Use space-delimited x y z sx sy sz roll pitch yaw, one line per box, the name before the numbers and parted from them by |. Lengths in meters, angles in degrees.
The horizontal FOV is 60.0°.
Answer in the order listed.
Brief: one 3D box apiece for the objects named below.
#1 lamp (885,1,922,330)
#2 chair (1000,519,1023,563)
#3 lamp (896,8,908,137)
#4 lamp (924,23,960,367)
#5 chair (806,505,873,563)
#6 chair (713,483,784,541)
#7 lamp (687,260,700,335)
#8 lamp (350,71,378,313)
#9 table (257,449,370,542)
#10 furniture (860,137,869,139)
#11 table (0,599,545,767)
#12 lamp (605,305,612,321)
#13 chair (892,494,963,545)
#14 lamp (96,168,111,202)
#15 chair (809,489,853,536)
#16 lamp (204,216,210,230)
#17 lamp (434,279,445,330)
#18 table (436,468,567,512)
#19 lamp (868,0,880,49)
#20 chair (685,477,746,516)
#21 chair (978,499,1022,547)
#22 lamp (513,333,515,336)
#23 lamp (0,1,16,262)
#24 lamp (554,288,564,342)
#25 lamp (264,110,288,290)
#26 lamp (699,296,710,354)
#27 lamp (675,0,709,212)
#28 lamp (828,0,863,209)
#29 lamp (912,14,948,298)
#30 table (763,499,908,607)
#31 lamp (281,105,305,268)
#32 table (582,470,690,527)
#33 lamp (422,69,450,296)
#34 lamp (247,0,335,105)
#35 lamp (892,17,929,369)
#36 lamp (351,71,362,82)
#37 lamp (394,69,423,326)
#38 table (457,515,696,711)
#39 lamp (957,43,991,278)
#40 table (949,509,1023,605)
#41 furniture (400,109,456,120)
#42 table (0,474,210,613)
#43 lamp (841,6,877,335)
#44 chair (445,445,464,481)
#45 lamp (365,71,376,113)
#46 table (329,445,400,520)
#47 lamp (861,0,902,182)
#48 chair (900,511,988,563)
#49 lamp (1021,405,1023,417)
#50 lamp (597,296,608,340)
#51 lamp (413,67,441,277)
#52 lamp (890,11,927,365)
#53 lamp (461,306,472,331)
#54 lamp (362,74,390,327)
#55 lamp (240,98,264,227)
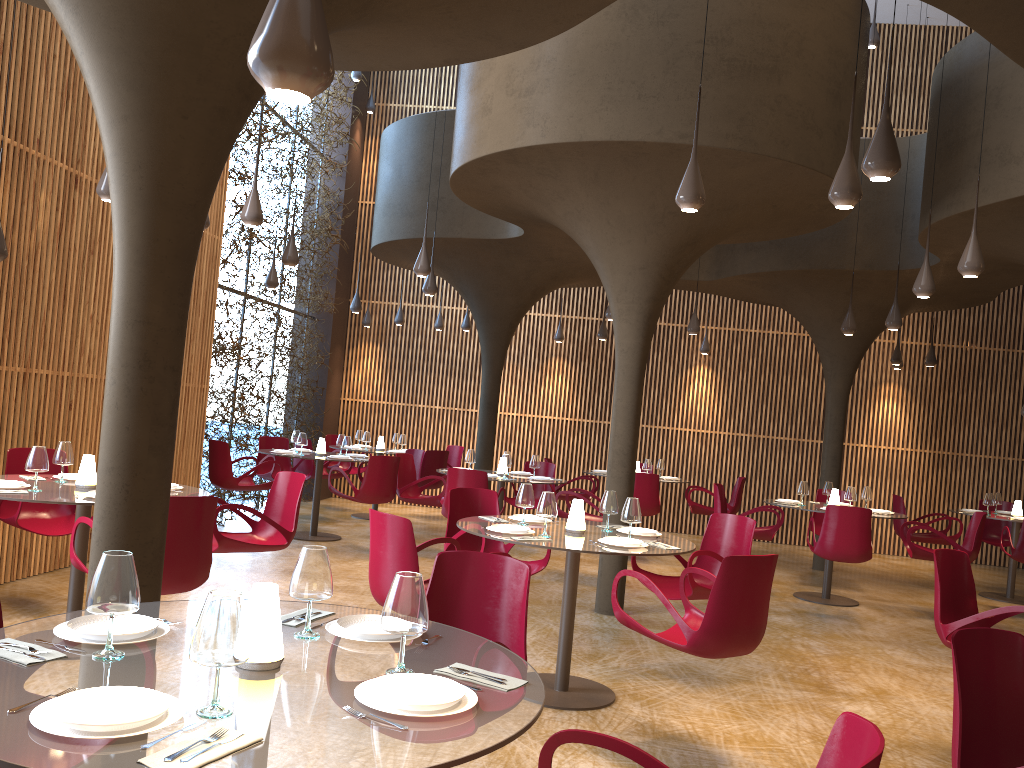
lamp | 4.815 -3.771 10.564 0.195 6.275 0.196 5 -1 42
chair | 6.502 1.927 11.001 0.624 0.636 0.873 5 -1 17
lamp | 6.735 -5.101 15.363 0.196 2.961 0.196 5 0 -8
lamp | 7.206 -3.415 14.709 0.195 6.275 0.196 5 0 22
chair | 3.619 1.625 9.736 0.624 0.636 0.873 5 -1 12
chair | 2.947 1.613 11.139 0.872 0.636 0.626 5 -1 22
lamp | 2.946 -3.853 13.068 0.196 6.275 0.196 5 0 22
lamp | -2.243 -4.275 14.334 0.195 6.275 0.196 5 0 32
table | -2.671 1.534 12.137 1.674 1.130 1.670 6 -2 -41
furniture | 4.039 -2.713 12.388 0.901 1.047 2.528 6 -2 -42
table | -0.787 1.376 2.569 1.670 1.130 1.674 4 -2 29
lamp | 1.649 -3.999 12.193 0.195 6.275 0.196 5 -1 42
chair | 5.800 1.915 12.483 0.872 0.636 0.625 5 -1 12
lamp | -2.935 -4.585 7.089 0.196 6.275 0.196 5 0 15
chair | 4.354 1.768 11.972 0.624 0.636 0.873 5 -1 17
lamp | -2.567 -4.519 8.056 0.196 6.275 0.196 5 0 15
lamp | -1.051 -4.106 16.160 0.196 6.275 0.196 5 0 -8
table | -0.179 1.729 11.307 1.670 1.130 1.674 4 -2 26
lamp | 5.040 -5.730 12.179 0.195 2.223 0.196 5 -1 42
chair | 3.139 1.717 13.687 0.872 0.636 0.625 5 -1 7
chair | 7.203 2.064 13.144 0.624 0.636 0.873 5 -1 22
lamp | 0.233 -3.985 16.341 0.195 6.275 0.196 5 0 22
lamp | -3.405 -3.986 6.298 0.196 6.275 0.196 5 0 -18
lamp | 1.143 -3.901 16.410 0.195 6.275 0.196 5 0 32
lamp | -2.997 -4.419 12.092 0.195 6.275 0.196 5 0 32
lamp | 3.788 -3.671 16.168 0.196 6.275 0.196 5 0 22
lamp | 1.421 -4.241 5.720 0.196 6.275 0.196 5 0 12
lamp | 2.263 -4.179 5.311 0.196 6.275 0.196 5 0 12
lamp | 4.056 -3.921 8.161 0.195 6.275 0.196 5 -1 42
table | 3.889 2.079 10.851 1.670 1.130 1.674 4 -2 26
lamp | -2.183 -4.423 9.836 0.196 6.275 0.196 5 0 -18
table | 1.889 2.003 13.877 1.671 1.130 1.674 5 -2 16
lamp | -0.769 -4.248 11.267 0.196 6.275 0.195 5 -1 -38
lamp | -0.230 -3.780 2.047 0.196 6.275 0.196 5 0 22
lamp | 7.107 -3.389 15.730 0.195 6.275 0.196 5 0 32
lamp | -2.572 -6.310 15.202 0.195 2.223 0.196 5 -1 32
lamp | -1.737 -4.177 15.869 0.195 6.275 0.196 5 0 32
table | 0.395 1.608 6.243 1.674 1.130 1.671 6 -2 -30
lamp | 3.904 -3.973 7.031 0.195 6.275 0.196 5 0 32
table | 6.877 2.392 12.163 1.670 1.130 1.674 4 -2 27
furniture | -0.086 -3.046 13.742 3.886 1.047 3.790 6 -2 -16
table | -3.075 1.298 6.287 1.674 1.130 1.671 6 -2 -38
lamp | 4.610 -3.759 11.443 0.195 6.275 0.196 5 -1 42
chair | -1.282 1.383 15.514 0.874 0.636 0.624 6 -2 -43
lamp | -2.593 -6.256 16.818 0.195 2.223 0.196 5 -1 32
table | -2.246 1.662 14.759 1.674 1.130 1.670 6 -2 -41
lamp | 2.220 -4.204 4.694 0.195 6.275 0.196 5 -1 42
chair | 5.088 1.782 10.452 0.872 0.636 0.625 5 -1 17
lamp | 6.853 -2.687 11.294 0.196 6.275 0.195 5 -1 -38
lamp | 1.825 -3.881 15.191 0.196 6.275 0.196 5 0 22
lamp | -0.705 -4.296 9.683 0.196 6.275 0.195 5 -1 -38
lamp | 6.744 -3.448 14.943 0.195 6.275 0.196 5 0 22
lamp | -0.540 -4.072 15.815 0.195 6.275 0.196 5 0 22
lamp | -2.476 -4.211 16.837 0.195 6.275 0.196 5 0 32
lamp | -1.957 -4.479 7.624 0.195 6.275 0.196 5 -1 35
